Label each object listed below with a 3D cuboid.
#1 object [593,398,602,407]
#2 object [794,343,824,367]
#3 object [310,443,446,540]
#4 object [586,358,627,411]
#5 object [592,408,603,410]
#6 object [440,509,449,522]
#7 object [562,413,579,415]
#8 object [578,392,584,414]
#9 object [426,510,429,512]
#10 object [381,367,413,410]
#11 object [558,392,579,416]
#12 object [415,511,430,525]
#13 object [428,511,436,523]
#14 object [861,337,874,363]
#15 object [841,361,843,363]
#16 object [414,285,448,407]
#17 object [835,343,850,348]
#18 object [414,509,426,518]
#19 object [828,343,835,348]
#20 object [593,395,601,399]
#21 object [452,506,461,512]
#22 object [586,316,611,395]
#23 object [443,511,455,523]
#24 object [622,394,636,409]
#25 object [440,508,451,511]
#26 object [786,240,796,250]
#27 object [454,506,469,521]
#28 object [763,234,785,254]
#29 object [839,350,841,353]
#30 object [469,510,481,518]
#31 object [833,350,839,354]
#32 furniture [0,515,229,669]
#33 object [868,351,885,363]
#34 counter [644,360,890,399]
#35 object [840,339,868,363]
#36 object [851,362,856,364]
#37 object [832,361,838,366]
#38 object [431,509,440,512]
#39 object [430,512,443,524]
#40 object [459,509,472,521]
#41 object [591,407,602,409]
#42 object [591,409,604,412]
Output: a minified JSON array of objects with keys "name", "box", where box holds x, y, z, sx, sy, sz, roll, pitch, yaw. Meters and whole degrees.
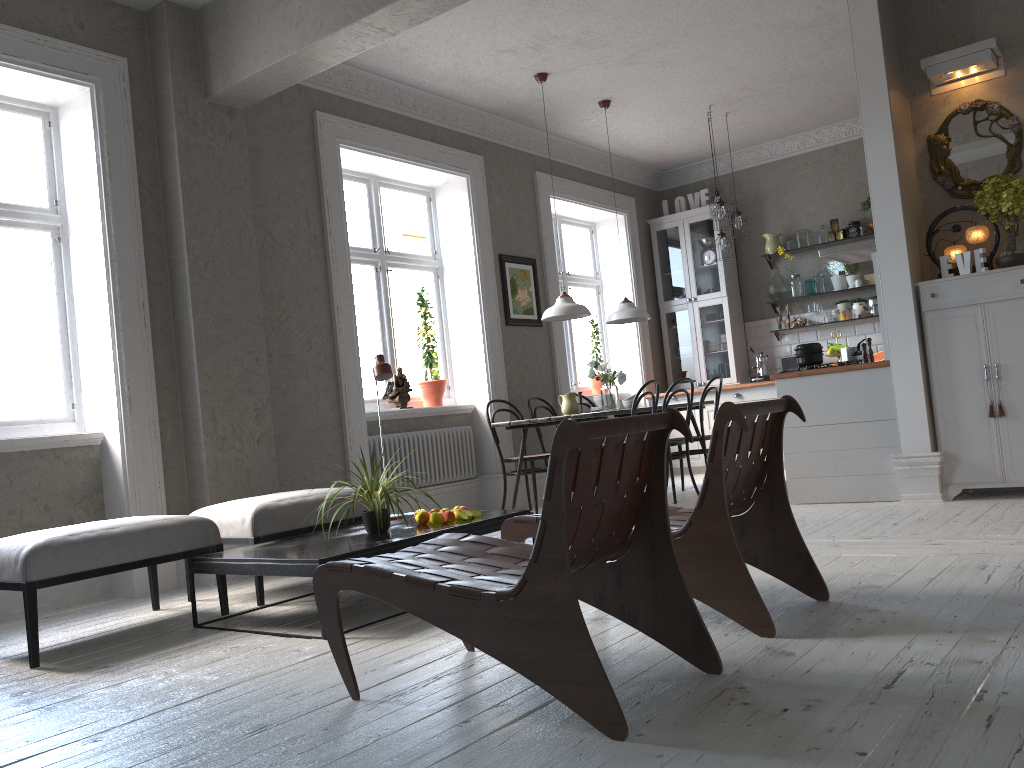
[{"name":"object","box":[0.762,0.160,7.299,0.176,0.094,0.183,-7,-3,28]},{"name":"object","box":[1.976,-0.194,5.886,0.188,0.147,0.195,-7,-2,17]},{"name":"object","box":[-0.585,0.459,3.938,0.676,0.420,0.717,-4,-3,-35]},{"name":"object","box":[0.731,-0.002,6.738,0.305,0.414,0.256,-8,-3,35]},{"name":"object","box":[0.767,0.204,7.298,0.237,0.027,0.238,-6,-2,5]},{"name":"object","box":[-0.312,0.612,4.122,0.055,0.058,0.059,-7,-3,28]},{"name":"object","box":[0.486,0.196,7.218,0.137,0.112,0.141,-7,-2,20]},{"name":"object","box":[0.525,0.145,6.744,0.060,0.167,0.058,-4,-3,-39]},{"name":"object","box":[-0.424,0.632,4.254,0.068,0.055,0.060,-6,-2,4]},{"name":"object","box":[-0.885,0.034,6.772,0.117,0.329,0.242,-8,-3,39]},{"name":"object","box":[0.431,0.151,6.709,0.150,0.170,0.135,-6,-2,-2]},{"name":"object","box":[-0.413,0.618,4.088,0.071,0.066,0.069,-4,-3,-38]},{"name":"object","box":[-0.373,0.621,4.147,0.057,0.056,0.061,-7,-3,24]},{"name":"object","box":[2.239,-0.213,5.583,0.071,0.166,0.036,-8,-3,37]},{"name":"object","box":[3.196,-0.185,8.534,0.089,0.078,0.087,-5,-3,-27]},{"name":"object","box":[-0.677,-0.306,7.103,0.273,0.991,0.267,-5,-2,-14]},{"name":"object","box":[3.227,-0.359,8.620,0.090,0.096,0.177,-4,-3,-32]},{"name":"object","box":[-0.430,0.623,4.178,0.065,0.066,0.072,-8,-3,42]},{"name":"object","box":[3.111,-0.378,8.625,0.072,0.058,0.051,-6,-2,13]},{"name":"object","box":[0.760,0.140,7.300,0.176,0.094,0.183,-7,-3,28]},{"name":"object","box":[-0.251,0.608,4.195,0.059,0.062,0.064,-7,-2,19]},{"name":"object","box":[0.864,-0.292,9.118,0.264,0.813,0.255,-5,-2,-26]},{"name":"object","box":[-0.288,0.608,4.052,0.057,0.058,0.056,-5,-3,-28]},{"name":"object","box":[0.958,0.143,7.207,0.130,0.119,0.122,-4,-3,-37]},{"name":"object","box":[-0.313,0.615,4.184,0.062,0.058,0.061,-6,-2,-8]},{"name":"object","box":[2.857,-1.406,9.055,0.101,0.111,0.105,-8,-3,37]},{"name":"object","box":[-0.235,0.602,4.121,0.076,0.064,0.073,-5,-3,-22]},{"name":"object","box":[2.691,-1.441,9.104,0.177,0.216,0.187,-4,-3,-39]},{"name":"object","box":[3.199,-0.301,8.563,0.075,0.062,0.101,-6,-2,10]},{"name":"object","box":[-0.179,0.612,4.178,0.067,0.037,0.046,-5,-3,-27]},{"name":"object","box":[3.134,-0.296,8.568,0.062,0.061,0.068,-8,-3,37]},{"name":"furniture","box":[-1.760,0.831,3.773,0.571,0.476,0.845,-8,-3,37]},{"name":"object","box":[3.410,-0.223,8.218,0.221,0.174,0.231,-5,-3,-31]},{"name":"counter","box":[2.109,-0.010,7.629,3.097,0.039,3.460,-8,-3,37]},{"name":"object","box":[2.328,-0.222,5.914,0.177,0.134,0.300,-5,-3,-18]},{"name":"object","box":[3.290,-0.216,8.544,0.128,0.120,0.060,-5,-3,-30]},{"name":"object","box":[3.119,-0.167,8.496,0.112,0.110,0.112,-6,-2,4]},{"name":"object","box":[-0.367,0.623,4.213,0.056,0.058,0.059,-7,-2,20]},{"name":"object","box":[-0.347,0.611,4.067,0.063,0.063,0.060,-5,-2,-21]},{"name":"object","box":[-0.216,0.602,4.058,0.057,0.053,0.061,-8,-3,43]},{"name":"object","box":[0.766,0.196,7.298,0.242,0.027,0.233,-5,-3,-30]},{"name":"object","box":[0.768,0.213,7.297,0.242,0.027,0.232,-4,-3,-35]}]
